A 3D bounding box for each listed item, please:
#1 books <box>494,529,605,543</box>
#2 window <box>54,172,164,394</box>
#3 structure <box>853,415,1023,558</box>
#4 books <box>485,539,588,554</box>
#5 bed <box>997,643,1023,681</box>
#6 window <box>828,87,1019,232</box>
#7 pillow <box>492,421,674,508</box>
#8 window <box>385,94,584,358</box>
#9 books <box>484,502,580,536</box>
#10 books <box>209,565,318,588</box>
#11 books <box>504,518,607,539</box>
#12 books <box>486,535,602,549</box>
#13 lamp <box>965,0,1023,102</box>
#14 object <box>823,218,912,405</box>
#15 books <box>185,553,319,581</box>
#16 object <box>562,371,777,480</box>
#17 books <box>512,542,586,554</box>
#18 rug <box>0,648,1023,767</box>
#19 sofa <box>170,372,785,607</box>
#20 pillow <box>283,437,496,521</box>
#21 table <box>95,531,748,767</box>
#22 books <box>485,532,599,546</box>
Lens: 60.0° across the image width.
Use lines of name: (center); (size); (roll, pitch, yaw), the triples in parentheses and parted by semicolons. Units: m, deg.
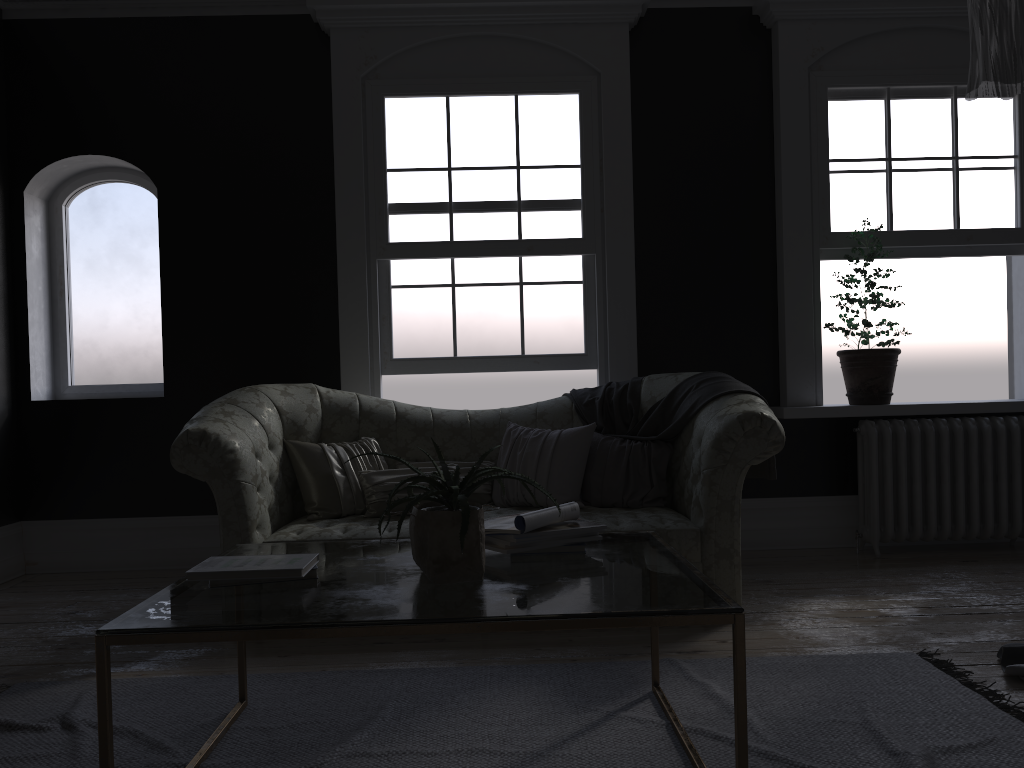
books: (0.088, 0.458, 2.784); (0.318, 0.011, 0.252); (-1, 0, -30)
window: (-2.635, -0.672, 5.917); (0.740, 1.457, 0.112); (-2, 1, -1)
structure: (2.666, 0.628, 5.446); (1.141, 0.849, 0.276); (-2, 1, -1)
books: (0.044, 0.491, 2.783); (0.318, 0.011, 0.252); (-1, 0, -35)
bed: (3.432, 0.342, 2.610); (3.283, 1.298, 2.765); (-2, 0, -13)
window: (2.597, -1.390, 5.629); (1.263, 1.017, 0.056); (-2, 1, -1)
pillow: (0.366, 0.423, 4.680); (0.964, 0.461, 0.405); (-2, 0, 6)
window: (-0.165, -0.986, 5.565); (1.263, 1.672, 0.056); (-2, 1, -1)
books: (0.016, 0.436, 2.772); (0.273, 0.109, 0.322); (-2, 0, 34)
books: (-0.699, 0.527, 2.491); (0.289, 0.030, 0.193); (-2, 0, -17)
books: (0.096, 0.447, 2.783); (0.318, 0.011, 0.252); (-1, 0, -25)
books: (0.086, 0.479, 2.793); (0.318, 0.011, 0.252); (-1, 0, -20)
lamp: (1.334, -1.823, 2.448); (0.784, 2.049, 0.782); (-1, 1, 42)
object: (2.198, -0.438, 5.484); (0.474, 1.134, 0.505); (-1, 1, 39)
books: (-0.702, 0.499, 2.425); (0.307, 0.024, 0.220); (-2, 0, -1)
object: (0.801, 0.234, 4.838); (0.517, 0.585, 1.367); (-2, 0, -42)
books: (0.110, 0.506, 2.790); (0.231, 0.023, 0.162); (-2, 0, -1)
rug: (-0.148, 1.071, 2.382); (3.644, 0.050, 2.105); (-2, 0, -1)
sofa: (-0.150, 0.547, 4.717); (2.813, 1.161, 1.606); (-2, 0, 0)
pillow: (-0.632, 0.472, 4.634); (1.105, 0.416, 0.529); (-2, 0, -1)
table: (-0.206, 0.807, 2.528); (1.449, 0.558, 1.092); (-2, 0, -1)
books: (0.070, 0.469, 2.790); (0.318, 0.011, 0.252); (-1, 0, -30)
